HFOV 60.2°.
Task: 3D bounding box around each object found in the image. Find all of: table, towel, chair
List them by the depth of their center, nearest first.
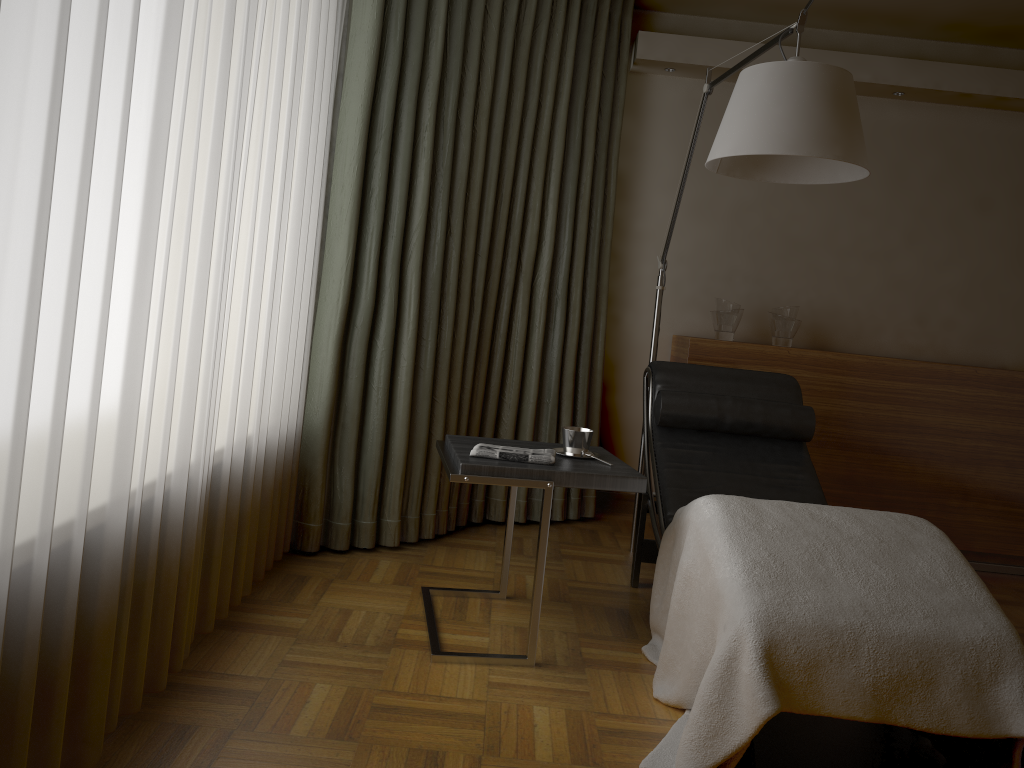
[{"bbox_3d":[0.005,0.199,2.523,0.241,0.035,0.179,6,5,4],"label":"towel"},{"bbox_3d":[0.078,0.230,2.620,0.517,0.045,0.501,5,5,-9],"label":"table"},{"bbox_3d":[0.783,0.393,2.705,0.635,0.796,1.793,6,4,0],"label":"chair"}]

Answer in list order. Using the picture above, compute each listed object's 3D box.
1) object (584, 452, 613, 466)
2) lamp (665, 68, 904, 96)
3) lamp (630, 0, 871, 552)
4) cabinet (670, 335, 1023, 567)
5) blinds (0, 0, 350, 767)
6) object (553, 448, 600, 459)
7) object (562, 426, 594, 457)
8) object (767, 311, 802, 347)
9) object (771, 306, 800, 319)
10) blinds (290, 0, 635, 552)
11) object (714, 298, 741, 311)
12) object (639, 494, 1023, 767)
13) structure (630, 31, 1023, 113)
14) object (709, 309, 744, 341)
[{"bbox_3d":[0.254,0.217,2.585,0.029,0.019,0.124,4,5,-31],"label":"object"},{"bbox_3d":[1.312,-1.466,4.251,1.157,0.028,0.050,6,4,0],"label":"lamp"},{"bbox_3d":[0.759,-0.177,2.989,0.452,1.966,1.416,6,1,3],"label":"lamp"},{"bbox_3d":[1.575,0.292,4.113,1.673,0.862,0.416,6,1,0],"label":"cabinet"},{"bbox_3d":[-0.667,-0.489,2.053,0.092,2.289,2.200,6,2,-1],"label":"blinds"},{"bbox_3d":[0.191,0.211,2.665,0.150,0.009,0.150,6,5,5],"label":"object"},{"bbox_3d":[0.195,0.175,2.672,0.098,0.078,0.111,6,3,1],"label":"object"},{"bbox_3d":[1.251,-0.251,4.073,0.155,0.154,0.156,6,2,-10],"label":"object"},{"bbox_3d":[1.255,-0.289,4.073,0.122,0.150,0.123,5,2,-21],"label":"object"},{"bbox_3d":[-0.094,-0.624,3.640,0.225,2.452,1.526,6,1,45],"label":"blinds"},{"bbox_3d":[0.988,-0.317,4.073,0.122,0.150,0.123,5,2,-18],"label":"object"},{"bbox_3d":[0.752,0.584,2.175,0.917,0.520,0.911,6,3,0],"label":"object"},{"bbox_3d":[1.670,-1.484,4.261,2.178,0.130,0.274,6,4,0],"label":"structure"},{"bbox_3d":[0.984,-0.278,4.073,0.155,0.154,0.156,4,3,-43],"label":"object"}]
